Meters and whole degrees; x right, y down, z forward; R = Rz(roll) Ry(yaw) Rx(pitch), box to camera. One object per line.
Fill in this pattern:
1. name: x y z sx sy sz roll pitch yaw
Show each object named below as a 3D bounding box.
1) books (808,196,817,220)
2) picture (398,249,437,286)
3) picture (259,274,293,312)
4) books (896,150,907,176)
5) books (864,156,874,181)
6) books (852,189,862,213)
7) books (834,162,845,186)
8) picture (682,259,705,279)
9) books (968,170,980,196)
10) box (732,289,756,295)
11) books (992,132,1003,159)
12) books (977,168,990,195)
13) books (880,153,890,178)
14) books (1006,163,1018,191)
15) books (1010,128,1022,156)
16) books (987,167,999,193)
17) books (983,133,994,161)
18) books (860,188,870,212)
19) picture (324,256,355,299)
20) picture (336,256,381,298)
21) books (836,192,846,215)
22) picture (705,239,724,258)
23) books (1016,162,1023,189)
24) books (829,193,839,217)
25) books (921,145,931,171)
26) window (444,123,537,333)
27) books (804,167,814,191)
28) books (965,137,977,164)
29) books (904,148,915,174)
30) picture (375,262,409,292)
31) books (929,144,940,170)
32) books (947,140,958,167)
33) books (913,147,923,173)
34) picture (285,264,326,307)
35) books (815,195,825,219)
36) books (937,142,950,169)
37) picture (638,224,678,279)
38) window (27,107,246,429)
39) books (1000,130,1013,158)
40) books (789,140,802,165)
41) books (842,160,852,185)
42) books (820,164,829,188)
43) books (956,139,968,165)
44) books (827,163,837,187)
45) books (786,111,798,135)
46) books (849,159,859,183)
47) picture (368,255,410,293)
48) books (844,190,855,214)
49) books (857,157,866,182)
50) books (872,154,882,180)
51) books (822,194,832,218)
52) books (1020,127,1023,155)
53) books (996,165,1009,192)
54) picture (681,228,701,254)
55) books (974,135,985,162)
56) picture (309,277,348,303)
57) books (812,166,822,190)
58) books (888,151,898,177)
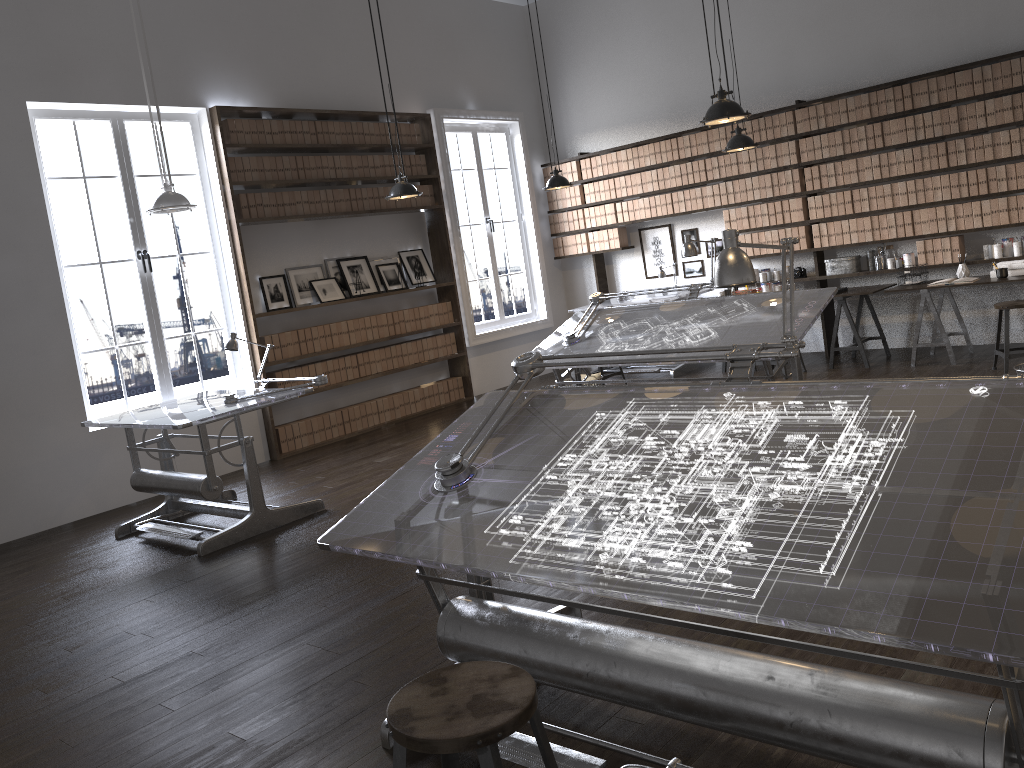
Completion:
1. books: 2.909 -1.683 8.481 0.066 0.224 0.175 -4 8 41
2. picture: -0.980 -1.212 9.160 0.160 0.363 0.345 -4 8 41
3. picture: -2.110 -0.813 7.920 0.058 0.314 0.268 -4 8 41
4. books: 3.497 -1.972 7.902 0.066 0.224 0.175 -4 8 41
5. books: 3.286 -1.966 8.089 0.066 0.224 0.176 -4 8 42
6. books: 3.228 -1.692 8.204 0.066 0.224 0.176 -4 8 42
7. books: 3.087 -1.961 8.268 0.066 0.224 0.175 -4 8 42
8. picture: 1.973 -1.248 9.622 0.251 0.182 0.023 -2 8 41
9. books: 3.959 -1.712 7.560 0.066 0.224 0.176 -4 8 41
10. box: 2.315 -0.890 8.807 0.211 0.083 0.138 -2 10 41
11. books: 4.075 -1.987 7.395 0.066 0.224 0.176 -4 8 41
12. books: 4.011 -1.712 7.507 0.067 0.225 0.176 -4 8 42
13. books: 3.394 -1.969 7.996 0.066 0.224 0.176 -4 8 42
14. books: 4.176 -1.717 7.367 0.066 0.224 0.175 -4 8 42
15. books: 4.174 -1.989 7.303 0.067 0.225 0.176 -4 8 42
16. books: 4.070 -1.715 7.461 0.066 0.224 0.176 -4 8 41
17. books: 4.022 -1.985 7.436 0.067 0.225 0.176 -4 8 42
18. books: 3.278 -1.693 8.154 0.066 0.224 0.175 -4 8 42
19. picture: -1.599 -1.015 8.492 0.091 0.404 0.372 -4 8 41
20. picture: -1.478 -1.034 8.551 0.148 0.389 0.376 -4 8 41
21. books: 3.116 -1.689 8.303 0.066 0.224 0.176 -4 8 42
22. picture: 2.176 -1.443 9.402 0.251 0.182 0.023 -2 8 41
23. books: 4.230 -1.719 7.320 0.066 0.224 0.176 -4 8 42
24. books: 3.065 -1.688 8.344 0.066 0.224 0.176 -4 8 41
25. books: 3.654 -1.976 7.766 0.066 0.224 0.176 -4 8 41
26. window: -0.273 -1.749 9.891 0.153 2.299 1.253 -4 7 41
27. books: 2.869 -1.956 8.460 0.066 0.224 0.176 -4 8 41
28. books: 3.922 -1.983 7.532 0.066 0.224 0.175 -4 8 41
29. books: 3.549 -1.973 7.852 0.066 0.224 0.176 -4 8 41
30. picture: -1.201 -1.070 8.879 0.127 0.289 0.291 -4 8 41
31. books: 3.704 -1.978 7.724 0.066 0.224 0.176 -4 8 42
32. books: 3.816 -1.981 7.626 0.066 0.224 0.176 -4 8 42
33. books: 3.603 -1.974 7.804 0.067 0.225 0.176 -4 8 42
34. picture: -1.871 -0.909 8.170 0.083 0.363 0.418 -4 8 41
35. books: 2.961 -1.684 8.430 0.066 0.224 0.176 -4 8 41
36. books: 3.756 -1.978 7.671 0.067 0.225 0.176 -4 8 41
37. picture: 1.627 -1.470 9.864 0.414 0.572 0.040 -3 7 42
38. window: -2.922 -0.942 7.014 0.153 2.486 1.492 -4 7 41
39. books: 4.121 -1.988 7.352 0.066 0.224 0.176 -4 8 41
40. books: 2.738 -2.222 8.509 0.067 0.225 0.176 -4 8 41
41. books: 3.140 -1.963 8.221 0.066 0.224 0.176 -4 8 42
42. books: 2.981 -1.959 8.362 0.066 0.224 0.176 -4 8 41
43. books: 3.866 -1.981 7.575 0.066 0.224 0.175 -4 8 42
44. books: 3.031 -1.959 8.311 0.066 0.224 0.175 -4 8 41
45. books: 2.702 -2.494 8.480 0.066 0.224 0.176 -4 8 42
46. books: 3.187 -1.963 8.172 0.067 0.225 0.176 -4 8 41
47. picture: -1.245 -1.100 8.894 0.095 0.359 0.437 -4 8 41
48. books: 3.168 -1.690 8.250 0.067 0.225 0.176 -4 8 41
49. books: 3.240 -1.965 8.131 0.066 0.224 0.176 -4 8 42
50. books: 3.339 -1.967 8.039 0.067 0.225 0.176 -4 8 41
51. books: 3.015 -1.685 8.383 0.067 0.225 0.176 -4 8 42
52. books: 4.229 -1.991 7.260 0.066 0.224 0.176 -4 8 41
53. books: 4.121 -1.715 7.411 0.066 0.224 0.175 -4 8 41
54. picture: 1.938 -1.537 9.591 0.201 0.283 0.022 -3 7 41
55. books: 3.975 -1.985 7.485 0.066 0.224 0.176 -4 8 41
56. picture: -1.708 -0.871 8.237 0.144 0.228 0.302 -3 8 41
57. books: 2.921 -1.956 8.407 0.067 0.225 0.176 -4 8 42
58. books: 3.447 -1.971 7.951 0.066 0.224 0.175 -4 8 42
